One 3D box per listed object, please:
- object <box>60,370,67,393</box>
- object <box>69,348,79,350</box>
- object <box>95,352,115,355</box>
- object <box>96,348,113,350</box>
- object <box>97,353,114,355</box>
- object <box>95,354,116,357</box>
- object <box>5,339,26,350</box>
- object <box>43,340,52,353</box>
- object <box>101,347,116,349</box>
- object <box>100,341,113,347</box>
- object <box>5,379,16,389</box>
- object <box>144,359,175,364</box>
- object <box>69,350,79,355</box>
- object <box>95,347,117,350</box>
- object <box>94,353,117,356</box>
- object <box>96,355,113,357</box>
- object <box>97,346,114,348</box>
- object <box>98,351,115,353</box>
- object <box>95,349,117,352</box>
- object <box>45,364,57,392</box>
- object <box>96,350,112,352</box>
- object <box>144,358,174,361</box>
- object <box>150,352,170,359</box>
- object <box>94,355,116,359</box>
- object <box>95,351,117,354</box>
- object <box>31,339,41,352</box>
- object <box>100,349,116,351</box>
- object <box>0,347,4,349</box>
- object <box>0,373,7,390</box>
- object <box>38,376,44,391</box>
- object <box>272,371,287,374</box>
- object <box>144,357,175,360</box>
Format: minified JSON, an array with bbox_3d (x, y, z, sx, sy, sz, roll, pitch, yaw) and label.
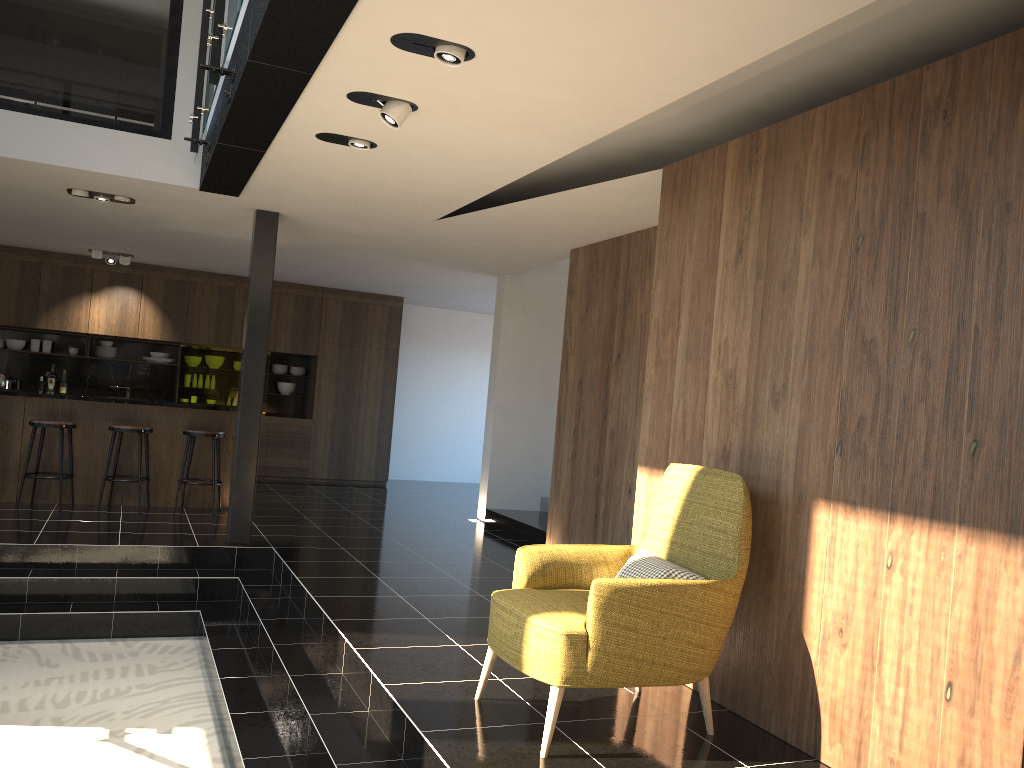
[{"bbox_3d":[-5.862,0.010,11.591,0.077,0.395,0.077,5,-1,19],"label":"object"},{"bbox_3d":[-5.704,-0.432,11.548,0.122,0.072,0.122,5,-1,2],"label":"object"},{"bbox_3d":[-5.389,-0.398,11.760,0.269,0.024,0.269,4,-1,15],"label":"object"},{"bbox_3d":[-5.384,-0.453,11.761,0.269,0.024,0.269,4,-1,15],"label":"object"},{"bbox_3d":[-5.390,-0.389,11.760,0.269,0.024,0.269,4,-1,15],"label":"object"},{"bbox_3d":[-5.391,-0.370,11.760,0.269,0.024,0.269,4,-1,15],"label":"object"},{"bbox_3d":[-6.317,-0.491,11.284,0.234,0.138,0.234,5,-1,-4],"label":"object"},{"bbox_3d":[-5.979,-0.478,11.404,0.109,0.161,0.109,5,-1,-11],"label":"object"},{"bbox_3d":[-5.383,-0.471,11.761,0.269,0.024,0.269,4,-1,15],"label":"object"},{"bbox_3d":[-5.381,-0.523,11.760,0.168,0.087,0.168,5,-1,-4],"label":"object"},{"bbox_3d":[-6.324,0.008,10.936,0.278,0.218,0.300,5,-1,10],"label":"object"},{"bbox_3d":[-4.755,-0.301,11.960,0.438,0.039,0.438,5,-1,13],"label":"object"},{"bbox_3d":[-5.706,-0.407,11.548,0.122,0.072,0.122,5,-1,2],"label":"object"},{"bbox_3d":[-5.383,-0.463,11.761,0.269,0.024,0.269,4,-1,15],"label":"object"},{"bbox_3d":[-5.390,-0.381,11.760,0.269,0.024,0.269,4,-1,15],"label":"object"},{"bbox_3d":[-5.392,-0.361,11.760,0.269,0.024,0.269,4,-1,15],"label":"object"},{"bbox_3d":[-5.382,-0.480,11.761,0.269,0.024,0.269,4,-1,15],"label":"object"},{"bbox_3d":[-5.387,-0.416,11.760,0.269,0.024,0.269,4,-1,15],"label":"object"},{"bbox_3d":[-5.386,-0.436,11.761,0.269,0.024,0.269,4,-1,15],"label":"object"},{"bbox_3d":[-6.002,-0.031,11.522,0.133,0.451,0.116,5,-1,-23],"label":"object"},{"bbox_3d":[-5.386,-0.425,11.761,0.269,0.024,0.269,4,-1,15],"label":"object"},{"bbox_3d":[-4.754,-0.313,11.961,0.438,0.039,0.438,5,-1,13],"label":"object"},{"bbox_3d":[-4.752,-0.376,11.962,0.254,0.088,0.254,5,-1,2],"label":"object"},{"bbox_3d":[-5.393,-0.353,11.760,0.269,0.024,0.269,4,-1,15],"label":"object"},{"bbox_3d":[-5.388,-0.408,11.760,0.269,0.024,0.269,4,-1,15],"label":"object"},{"bbox_3d":[-6.101,-0.490,11.351,0.109,0.161,0.109,5,-1,-41],"label":"object"},{"bbox_3d":[-5.385,-0.444,11.761,0.269,0.024,0.269,4,-1,15],"label":"object"},{"bbox_3d":[-6.531,-0.461,11.183,0.220,0.033,0.220,5,-1,-27],"label":"object"},{"bbox_3d":[-4.784,-0.007,8.167,0.227,0.228,0.227,4,-1,27],"label":"object"},{"bbox_3d":[-6.099,0.042,11.478,0.058,0.287,0.058,5,-1,-10],"label":"object"},{"bbox_3d":[-3.302,-0.161,12.575,0.220,0.033,0.220,5,-1,-13],"label":"object"},{"bbox_3d":[-4.753,-0.328,11.961,0.438,0.039,0.438,5,-1,13],"label":"object"}]
